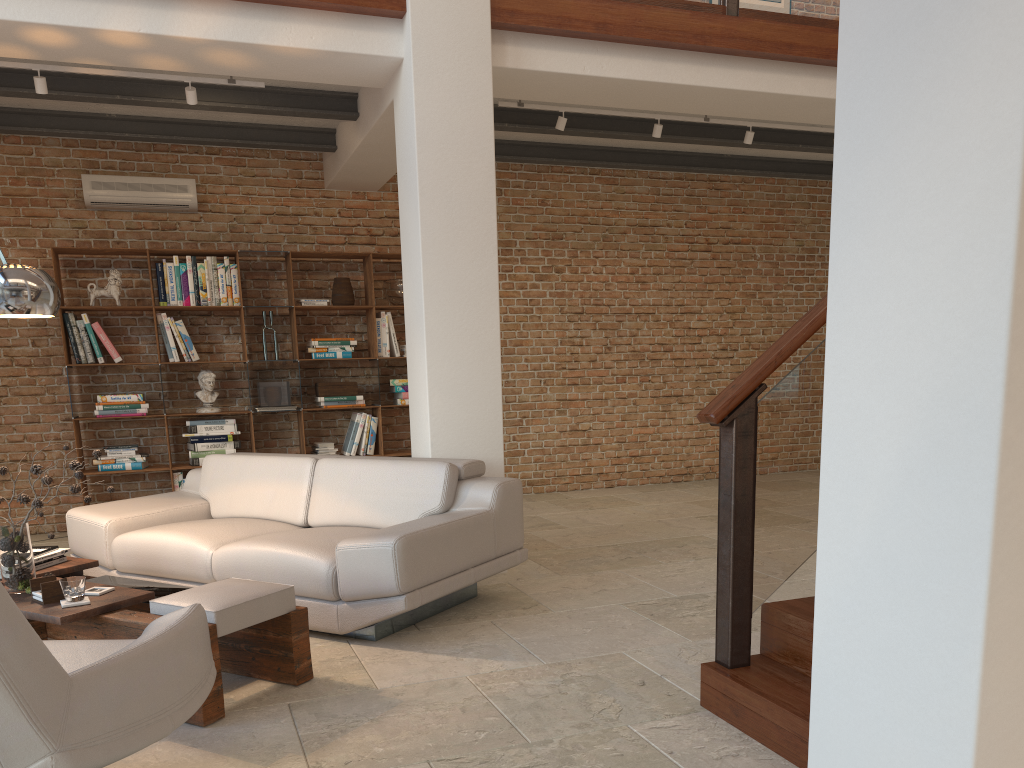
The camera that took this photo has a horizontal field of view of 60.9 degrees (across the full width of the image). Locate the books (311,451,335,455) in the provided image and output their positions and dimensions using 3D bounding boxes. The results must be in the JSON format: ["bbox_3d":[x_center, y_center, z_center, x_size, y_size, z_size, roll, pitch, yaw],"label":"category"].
[{"bbox_3d":[-1.635,0.595,7.545,0.161,0.017,0.248,-2,1,-25],"label":"books"}]

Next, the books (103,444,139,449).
[{"bbox_3d":[-3.125,0.499,6.975,0.251,0.017,0.159,-2,1,-20],"label":"books"}]

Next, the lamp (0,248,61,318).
[{"bbox_3d":[-2.967,0.057,4.141,2.031,2.411,0.309,0,11,16],"label":"lamp"}]

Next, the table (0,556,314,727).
[{"bbox_3d":[-2.161,1.015,3.351,2.199,0.439,1.936,-1,2,31],"label":"table"}]

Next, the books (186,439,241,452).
[{"bbox_3d":[-2.464,0.506,7.202,0.376,0.066,0.241,-2,2,-33],"label":"books"}]

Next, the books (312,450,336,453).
[{"bbox_3d":[-1.624,0.582,7.550,0.155,0.008,0.239,-2,1,-25],"label":"books"}]

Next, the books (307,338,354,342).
[{"bbox_3d":[-1.542,-0.371,7.394,0.354,0.021,0.268,-2,1,-22],"label":"books"}]

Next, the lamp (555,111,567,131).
[{"bbox_3d":[0.325,-1.727,5.751,0.085,0.132,0.058,5,11,39],"label":"lamp"}]

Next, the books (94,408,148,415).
[{"bbox_3d":[-3.103,0.217,6.919,0.377,0.037,0.241,-2,1,-25],"label":"books"}]

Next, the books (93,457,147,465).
[{"bbox_3d":[-3.139,0.607,6.990,0.378,0.037,0.240,-2,1,-20],"label":"books"}]

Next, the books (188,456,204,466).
[{"bbox_3d":[-2.469,0.627,7.220,0.377,0.066,0.241,-2,2,-26],"label":"books"}]

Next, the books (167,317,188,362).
[{"bbox_3d":[-2.676,-0.349,6.982,0.124,0.357,0.266,-5,8,-20],"label":"books"}]

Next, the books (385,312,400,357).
[{"bbox_3d":[-1.056,-0.424,7.574,0.101,0.393,0.238,-6,9,-20],"label":"books"}]

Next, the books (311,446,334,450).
[{"bbox_3d":[-1.636,0.551,7.537,0.161,0.017,0.248,-2,1,-20],"label":"books"}]

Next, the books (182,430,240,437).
[{"bbox_3d":[-2.477,0.406,7.180,0.442,0.021,0.268,-2,1,-20],"label":"books"}]

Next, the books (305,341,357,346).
[{"bbox_3d":[-1.532,-0.342,7.382,0.377,0.037,0.241,-2,1,-26],"label":"books"}]

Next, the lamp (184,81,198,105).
[{"bbox_3d":[-1.835,-1.659,4.987,0.060,0.118,0.092,-4,8,-14],"label":"lamp"}]

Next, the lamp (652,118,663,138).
[{"bbox_3d":[1.001,-1.751,5.996,0.060,0.132,0.084,-5,9,-18],"label":"lamp"}]

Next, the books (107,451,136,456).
[{"bbox_3d":[-3.132,0.552,6.997,0.205,0.034,0.130,-2,2,-20],"label":"books"}]

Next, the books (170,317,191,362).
[{"bbox_3d":[-2.658,-0.350,6.998,0.124,0.357,0.266,-5,8,-20],"label":"books"}]

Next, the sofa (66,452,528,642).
[{"bbox_3d":[-1.195,0.799,4.730,2.323,0.775,1.123,-1,4,30],"label":"sofa"}]

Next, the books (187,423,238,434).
[{"bbox_3d":[-2.476,0.363,7.191,0.377,0.066,0.241,-2,2,-26],"label":"books"}]

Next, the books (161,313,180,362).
[{"bbox_3d":[-2.722,-0.364,6.952,0.103,0.393,0.238,-6,9,-20],"label":"books"}]

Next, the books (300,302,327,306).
[{"bbox_3d":[-1.647,-0.658,7.238,0.205,0.034,0.130,-2,2,-20],"label":"books"}]

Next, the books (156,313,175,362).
[{"bbox_3d":[-2.766,-0.364,6.961,0.101,0.393,0.238,-6,9,-20],"label":"books"}]

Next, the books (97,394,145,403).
[{"bbox_3d":[-3.094,0.111,6.914,0.325,0.057,0.250,-2,2,-18],"label":"books"}]

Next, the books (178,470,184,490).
[{"bbox_3d":[-2.724,0.908,7.204,0.036,0.393,0.238,-6,9,-21],"label":"books"}]

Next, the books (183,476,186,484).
[{"bbox_3d":[-2.677,0.933,7.217,0.057,0.338,0.249,-6,8,-21],"label":"books"}]

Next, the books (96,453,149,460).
[{"bbox_3d":[-3.121,0.579,6.981,0.377,0.019,0.241,-2,1,-27],"label":"books"}]

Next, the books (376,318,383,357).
[{"bbox_3d":[-1.171,-0.392,7.516,0.055,0.338,0.249,-6,8,-21],"label":"books"}]

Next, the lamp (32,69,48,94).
[{"bbox_3d":[-2.553,-1.627,4.720,0.060,0.132,0.084,-5,9,-18],"label":"lamp"}]

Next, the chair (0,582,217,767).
[{"bbox_3d":[-1.409,0.725,2.245,1.027,1.041,0.949,-2,6,-4],"label":"chair"}]

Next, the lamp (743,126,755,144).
[{"bbox_3d":[1.698,-1.775,6.246,0.060,0.132,0.084,-5,9,-18],"label":"lamp"}]

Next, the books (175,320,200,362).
[{"bbox_3d":[-2.608,-0.343,7.002,0.157,0.337,0.249,-5,8,-20],"label":"books"}]

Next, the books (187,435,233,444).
[{"bbox_3d":[-2.487,0.445,7.171,0.324,0.057,0.251,-2,2,-25],"label":"books"}]

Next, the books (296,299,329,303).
[{"bbox_3d":[-1.656,-0.685,7.237,0.235,0.019,0.168,-2,1,-27],"label":"books"}]

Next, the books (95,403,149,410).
[{"bbox_3d":[-3.092,0.179,6.909,0.377,0.037,0.241,-2,1,-26],"label":"books"}]

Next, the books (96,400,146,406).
[{"bbox_3d":[-3.101,0.150,6.921,0.354,0.021,0.268,-2,1,-22],"label":"books"}]

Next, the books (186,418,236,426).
[{"bbox_3d":[-2.481,0.311,7.175,0.378,0.037,0.240,-2,1,-20],"label":"books"}]

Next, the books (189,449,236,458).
[{"bbox_3d":[-2.478,0.567,7.225,0.361,0.057,0.278,-2,1,-18],"label":"books"}]

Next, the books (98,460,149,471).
[{"bbox_3d":[-3.115,0.653,6.999,0.326,0.057,0.250,-2,1,-10],"label":"books"}]

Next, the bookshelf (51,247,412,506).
[{"bbox_3d":[-1.994,0.052,7.285,3.021,2.256,0.356,-3,11,-20],"label":"bookshelf"}]

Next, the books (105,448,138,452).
[{"bbox_3d":[-3.140,0.526,6.996,0.235,0.019,0.168,-2,1,-27],"label":"books"}]

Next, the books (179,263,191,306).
[{"bbox_3d":[-2.605,-0.776,6.940,0.055,0.338,0.249,-6,8,-21],"label":"books"}]

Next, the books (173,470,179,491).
[{"bbox_3d":[-2.753,0.909,7.177,0.036,0.393,0.238,-6,9,-21],"label":"books"}]

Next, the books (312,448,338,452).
[{"bbox_3d":[-1.621,0.568,7.557,0.170,0.019,0.233,-2,1,-27],"label":"books"}]

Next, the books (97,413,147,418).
[{"bbox_3d":[-3.096,0.245,6.933,0.354,0.021,0.268,-2,1,-20],"label":"books"}]

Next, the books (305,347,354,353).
[{"bbox_3d":[-1.553,-0.286,7.404,0.378,0.037,0.240,-2,1,-20],"label":"books"}]

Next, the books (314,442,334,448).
[{"bbox_3d":[-1.626,0.525,7.540,0.132,0.034,0.203,-2,1,-25],"label":"books"}]

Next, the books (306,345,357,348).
[{"bbox_3d":[-1.535,-0.315,7.395,0.377,0.019,0.241,-2,1,-27],"label":"books"}]

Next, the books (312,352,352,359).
[{"bbox_3d":[-1.529,-0.240,7.413,0.326,0.057,0.250,-2,1,-10],"label":"books"}]
